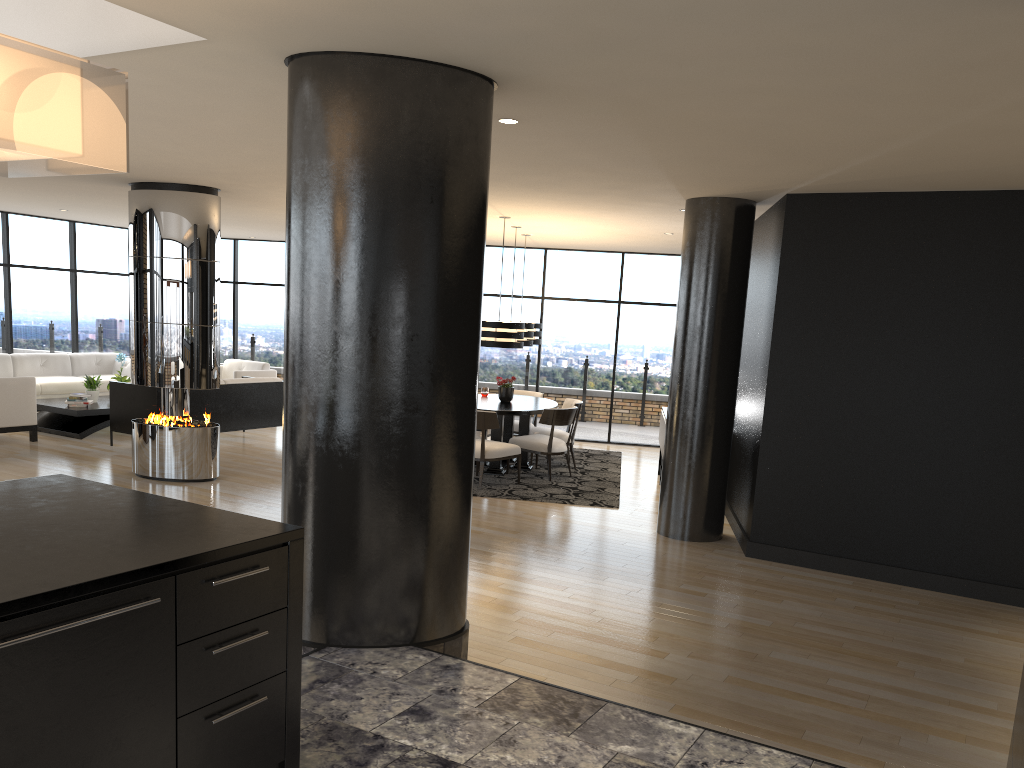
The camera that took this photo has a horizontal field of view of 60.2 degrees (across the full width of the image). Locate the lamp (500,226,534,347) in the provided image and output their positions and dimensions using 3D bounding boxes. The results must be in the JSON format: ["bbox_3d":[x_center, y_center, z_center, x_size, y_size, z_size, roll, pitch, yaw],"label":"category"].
[{"bbox_3d":[0.010,-1.111,10.021,0.535,1.347,0.528,4,9,6],"label":"lamp"}]

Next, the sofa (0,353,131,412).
[{"bbox_3d":[-6.394,0.018,12.270,0.850,0.866,2.677,7,6,30],"label":"sofa"}]

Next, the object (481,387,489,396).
[{"bbox_3d":[-0.331,0.094,10.724,0.095,0.107,0.094,6,8,18],"label":"object"}]

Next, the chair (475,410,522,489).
[{"bbox_3d":[-0.320,0.644,9.086,0.638,0.817,0.612,9,9,35],"label":"chair"}]

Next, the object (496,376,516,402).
[{"bbox_3d":[-0.078,0.054,10.172,0.228,0.302,0.235,5,8,9],"label":"object"}]

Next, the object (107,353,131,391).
[{"bbox_3d":[-5.099,-0.094,11.571,0.354,0.640,0.366,-4,11,-41],"label":"object"}]

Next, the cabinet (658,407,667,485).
[{"bbox_3d":[1.948,0.753,9.699,0.610,0.776,2.213,4,5,8],"label":"cabinet"}]

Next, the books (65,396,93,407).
[{"bbox_3d":[-5.278,0.211,10.768,0.307,0.128,0.221,1,6,-22],"label":"books"}]

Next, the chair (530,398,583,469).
[{"bbox_3d":[0.508,0.586,10.530,0.616,0.817,0.634,2,8,-7],"label":"chair"}]

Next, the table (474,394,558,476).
[{"bbox_3d":[-0.094,0.588,10.252,1.207,0.779,2.083,4,5,9],"label":"table"}]

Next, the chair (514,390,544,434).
[{"bbox_3d":[0.029,0.500,11.290,0.639,0.817,0.611,7,9,28],"label":"chair"}]

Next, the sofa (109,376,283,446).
[{"bbox_3d":[-3.765,0.312,10.794,0.833,0.813,2.019,7,6,30],"label":"sofa"}]

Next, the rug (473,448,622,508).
[{"bbox_3d":[-0.094,0.964,10.375,2.714,0.011,3.682,4,4,7],"label":"rug"}]

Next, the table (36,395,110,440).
[{"bbox_3d":[-5.170,0.397,11.591,1.257,0.356,2.019,6,5,30],"label":"table"}]

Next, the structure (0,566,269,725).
[{"bbox_3d":[-1.656,0.546,1.463,0.652,1.031,2.758,8,6,29],"label":"structure"}]

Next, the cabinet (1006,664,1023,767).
[{"bbox_3d":[0.542,0.283,0.063,0.724,2.557,5.690,9,7,30],"label":"cabinet"}]

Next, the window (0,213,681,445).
[{"bbox_3d":[-3.975,-1.411,6.551,10.100,4.847,15.742,5,5,16],"label":"window"}]

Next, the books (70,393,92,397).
[{"bbox_3d":[-5.256,0.136,10.758,0.184,0.027,0.153,5,5,20],"label":"books"}]

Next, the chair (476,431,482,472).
[{"bbox_3d":[-0.618,0.571,9.827,0.616,0.817,0.634,3,8,0],"label":"chair"}]

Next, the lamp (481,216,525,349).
[{"bbox_3d":[-0.111,-1.052,9.142,0.535,1.347,0.528,4,9,6],"label":"lamp"}]

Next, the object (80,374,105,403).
[{"bbox_3d":[-5.346,0.050,11.243,0.284,0.375,0.212,2,8,-7],"label":"object"}]

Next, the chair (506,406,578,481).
[{"bbox_3d":[0.364,0.635,9.753,0.612,0.817,0.639,9,9,35],"label":"chair"}]

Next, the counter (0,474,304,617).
[{"bbox_3d":[-1.907,0.447,1.593,1.173,0.032,3.095,6,5,30],"label":"counter"}]

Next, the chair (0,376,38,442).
[{"bbox_3d":[-6.065,0.206,10.012,0.996,0.867,0.848,7,8,29],"label":"chair"}]

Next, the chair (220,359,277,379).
[{"bbox_3d":[-4.192,0.077,13.236,0.996,0.867,0.848,7,8,29],"label":"chair"}]

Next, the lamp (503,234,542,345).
[{"bbox_3d":[0.132,-1.169,10.900,0.535,1.347,0.528,4,9,6],"label":"lamp"}]

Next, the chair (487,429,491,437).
[{"bbox_3d":[-0.536,0.512,10.676,0.614,0.817,0.636,6,8,17],"label":"chair"}]

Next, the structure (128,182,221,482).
[{"bbox_3d":[-3.218,-0.463,8.438,0.890,2.780,0.579,6,10,17],"label":"structure"}]

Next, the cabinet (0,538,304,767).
[{"bbox_3d":[-1.938,0.982,1.682,1.173,1.051,3.094,7,6,30],"label":"cabinet"}]
